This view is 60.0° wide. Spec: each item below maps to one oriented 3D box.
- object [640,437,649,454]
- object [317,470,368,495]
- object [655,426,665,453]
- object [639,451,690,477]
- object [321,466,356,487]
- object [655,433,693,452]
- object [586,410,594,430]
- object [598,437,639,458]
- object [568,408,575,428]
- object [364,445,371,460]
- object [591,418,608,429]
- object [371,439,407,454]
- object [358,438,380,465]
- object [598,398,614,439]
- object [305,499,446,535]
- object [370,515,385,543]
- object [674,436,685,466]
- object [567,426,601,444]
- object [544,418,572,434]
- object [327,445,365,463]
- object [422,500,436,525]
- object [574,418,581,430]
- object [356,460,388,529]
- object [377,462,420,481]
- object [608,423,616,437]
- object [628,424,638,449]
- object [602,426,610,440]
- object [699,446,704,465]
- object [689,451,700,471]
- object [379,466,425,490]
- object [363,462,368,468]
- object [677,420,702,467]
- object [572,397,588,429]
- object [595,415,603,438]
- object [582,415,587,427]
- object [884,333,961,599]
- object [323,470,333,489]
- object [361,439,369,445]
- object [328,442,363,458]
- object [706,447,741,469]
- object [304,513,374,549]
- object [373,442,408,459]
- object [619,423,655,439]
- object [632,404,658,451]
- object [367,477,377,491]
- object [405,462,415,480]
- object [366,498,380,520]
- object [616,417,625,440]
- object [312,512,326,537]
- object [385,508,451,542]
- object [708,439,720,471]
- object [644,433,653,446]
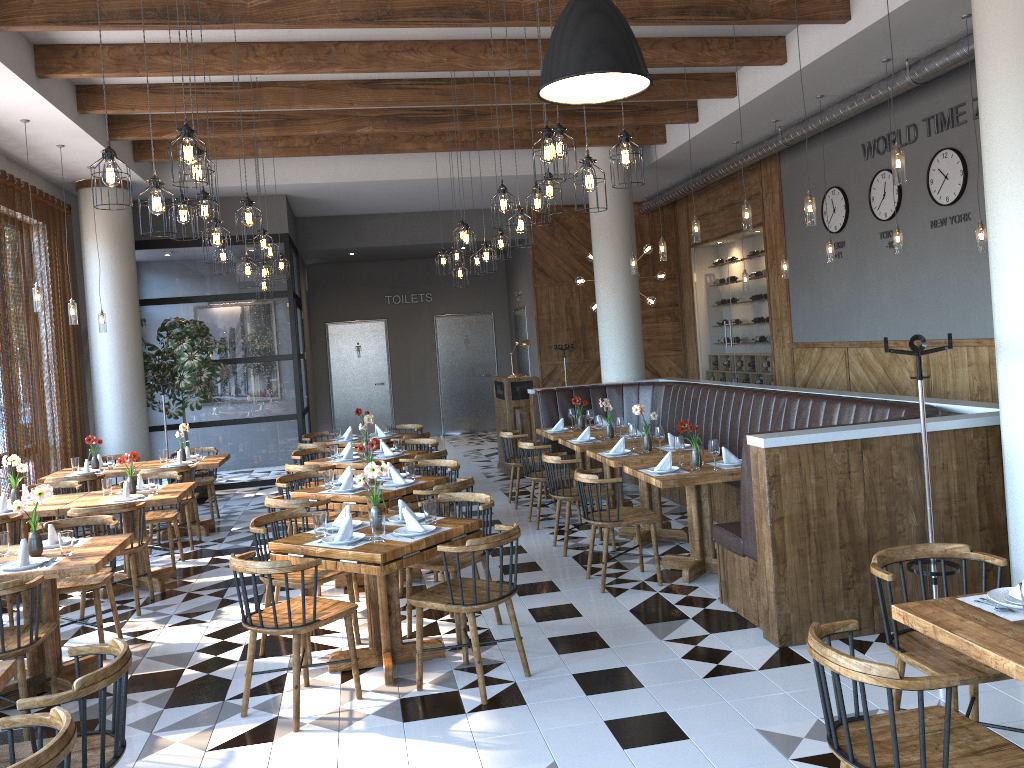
[{"bbox_3d":[1.108,0.511,7.391,0.080,0.132,0.080,-4,1,-5],"label":"object"},{"bbox_3d":[-1.230,0.719,6.567,0.351,0.137,0.272,-2,3,35],"label":"object"},{"bbox_3d":[1.228,0.463,7.356,0.081,0.215,0.081,-4,1,43],"label":"object"},{"bbox_3d":[1.085,0.560,6.374,0.272,0.137,0.352,-5,2,-10],"label":"object"},{"bbox_3d":[-1.303,0.706,6.937,0.272,0.137,0.353,-3,3,35],"label":"object"},{"bbox_3d":[1.404,0.479,7.563,0.272,0.137,0.352,-5,2,-10],"label":"object"},{"bbox_3d":[0.839,0.385,9.527,0.081,0.215,0.081,-4,1,21],"label":"object"},{"bbox_3d":[0.887,0.521,7.479,0.272,0.137,0.352,-5,2,-10],"label":"object"},{"bbox_3d":[0.668,0.381,9.861,0.081,0.215,0.081,-4,1,-19],"label":"object"},{"bbox_3d":[-1.355,0.645,8.313,0.080,0.132,0.080,-4,1,5],"label":"object"},{"bbox_3d":[1.014,0.401,9.736,0.272,0.137,0.352,-5,2,-10],"label":"object"},{"bbox_3d":[-1.263,0.611,8.841,0.351,0.137,0.272,-2,3,35],"label":"object"},{"bbox_3d":[-1.069,0.589,6.754,0.156,0.355,0.171,-5,1,-45],"label":"object"},{"bbox_3d":[0.919,0.331,8.621,0.146,0.400,0.207,-4,1,-2],"label":"object"},{"bbox_3d":[-0.799,0.756,5.178,0.577,0.137,0.583,-2,3,35],"label":"object"},{"bbox_3d":[-0.710,0.774,4.720,0.080,0.132,0.080,-5,1,-35],"label":"object"},{"bbox_3d":[1.250,0.497,6.612,0.081,0.215,0.081,-4,1,-2],"label":"object"},{"bbox_3d":[0.691,0.482,8.570,0.272,0.137,0.352,-5,2,-10],"label":"object"},{"bbox_3d":[0.497,0.443,9.652,0.272,0.137,0.352,-5,2,-10],"label":"object"},{"bbox_3d":[-1.562,0.654,8.400,0.351,0.137,0.272,-2,3,35],"label":"object"},{"bbox_3d":[-0.470,0.739,5.088,0.080,0.132,0.080,-3,1,45],"label":"object"},{"bbox_3d":[0.714,0.433,9.587,0.080,0.132,0.080,-5,1,-25],"label":"object"},{"bbox_3d":[-0.781,0.632,4.990,0.206,0.400,0.146,-4,1,9],"label":"object"},{"bbox_3d":[-0.931,0.676,7.008,0.351,0.137,0.272,-2,3,35],"label":"object"},{"bbox_3d":[0.991,0.453,8.754,0.080,0.132,0.080,-4,1,-10],"label":"object"},{"bbox_3d":[1.052,0.458,7.718,0.081,0.215,0.081,-4,1,43],"label":"object"},{"bbox_3d":[0.909,0.472,8.501,0.080,0.132,0.080,-5,1,-25],"label":"object"},{"bbox_3d":[1.385,0.532,6.560,0.080,0.132,0.080,-4,1,-10],"label":"object"},{"bbox_3d":[1.303,0.550,6.307,0.080,0.132,0.080,-5,1,-25],"label":"object"},{"bbox_3d":[-0.858,0.689,6.637,0.272,0.137,0.353,-3,3,35],"label":"object"},{"bbox_3d":[-1.147,0.690,7.088,0.080,0.132,0.080,-4,1,-5],"label":"object"},{"bbox_3d":[1.292,0.433,6.435,0.171,0.355,0.156,-4,1,-7],"label":"object"},{"bbox_3d":[0.744,0.313,9.707,0.156,0.355,0.171,-4,1,-17],"label":"object"},{"bbox_3d":[0.863,0.420,8.774,0.081,0.215,0.081,-4,1,-19],"label":"object"},{"bbox_3d":[0.796,0.415,9.841,0.080,0.132,0.080,-4,1,-10],"label":"object"},{"bbox_3d":[2.141,0.576,4.555,0.375,1.658,0.374,-4,1,-33],"label":"object"},{"bbox_3d":[-1.393,0.725,6.730,0.080,0.132,0.080,-4,1,-5],"label":"object"},{"bbox_3d":[-1.475,0.625,8.918,0.080,0.132,0.080,-4,1,5],"label":"object"},{"bbox_3d":[-1.635,0.641,8.771,0.272,0.137,0.353,-3,3,35],"label":"object"},{"bbox_3d":[1.602,0.519,6.458,0.272,0.137,0.352,-5,2,-10],"label":"object"},{"bbox_3d":[-0.916,0.782,4.800,0.351,0.137,0.272,-2,3,35],"label":"object"},{"bbox_3d":[-1.190,0.623,8.470,0.272,0.137,0.353,-3,3,35],"label":"object"},{"bbox_3d":[1.208,0.440,8.654,0.272,0.137,0.352,-5,2,-10],"label":"object"},{"bbox_3d":[1.140,0.367,7.545,0.207,0.400,0.146,-4,1,-8],"label":"object"},{"bbox_3d":[-1.027,0.711,6.483,0.080,0.132,0.080,-4,1,5],"label":"object"},{"bbox_3d":[-0.786,0.675,6.852,0.080,0.132,0.080,-4,1,-5],"label":"object"},{"bbox_3d":[-0.830,0.753,5.324,0.080,0.132,0.080,-3,1,45],"label":"object"},{"bbox_3d":[1.033,0.424,8.440,0.081,0.215,0.081,-4,1,21],"label":"object"},{"bbox_3d":[-1.076,0.789,4.966,0.080,0.132,0.080,-5,1,-35],"label":"object"},{"bbox_3d":[-0.545,0.752,4.870,0.272,0.137,0.353,-3,3,35],"label":"object"},{"bbox_3d":[1.427,0.502,6.247,0.081,0.215,0.081,-5,1,-41],"label":"object"},{"bbox_3d":[1.185,0.492,7.670,0.080,0.132,0.080,-4,1,-10],"label":"object"}]
